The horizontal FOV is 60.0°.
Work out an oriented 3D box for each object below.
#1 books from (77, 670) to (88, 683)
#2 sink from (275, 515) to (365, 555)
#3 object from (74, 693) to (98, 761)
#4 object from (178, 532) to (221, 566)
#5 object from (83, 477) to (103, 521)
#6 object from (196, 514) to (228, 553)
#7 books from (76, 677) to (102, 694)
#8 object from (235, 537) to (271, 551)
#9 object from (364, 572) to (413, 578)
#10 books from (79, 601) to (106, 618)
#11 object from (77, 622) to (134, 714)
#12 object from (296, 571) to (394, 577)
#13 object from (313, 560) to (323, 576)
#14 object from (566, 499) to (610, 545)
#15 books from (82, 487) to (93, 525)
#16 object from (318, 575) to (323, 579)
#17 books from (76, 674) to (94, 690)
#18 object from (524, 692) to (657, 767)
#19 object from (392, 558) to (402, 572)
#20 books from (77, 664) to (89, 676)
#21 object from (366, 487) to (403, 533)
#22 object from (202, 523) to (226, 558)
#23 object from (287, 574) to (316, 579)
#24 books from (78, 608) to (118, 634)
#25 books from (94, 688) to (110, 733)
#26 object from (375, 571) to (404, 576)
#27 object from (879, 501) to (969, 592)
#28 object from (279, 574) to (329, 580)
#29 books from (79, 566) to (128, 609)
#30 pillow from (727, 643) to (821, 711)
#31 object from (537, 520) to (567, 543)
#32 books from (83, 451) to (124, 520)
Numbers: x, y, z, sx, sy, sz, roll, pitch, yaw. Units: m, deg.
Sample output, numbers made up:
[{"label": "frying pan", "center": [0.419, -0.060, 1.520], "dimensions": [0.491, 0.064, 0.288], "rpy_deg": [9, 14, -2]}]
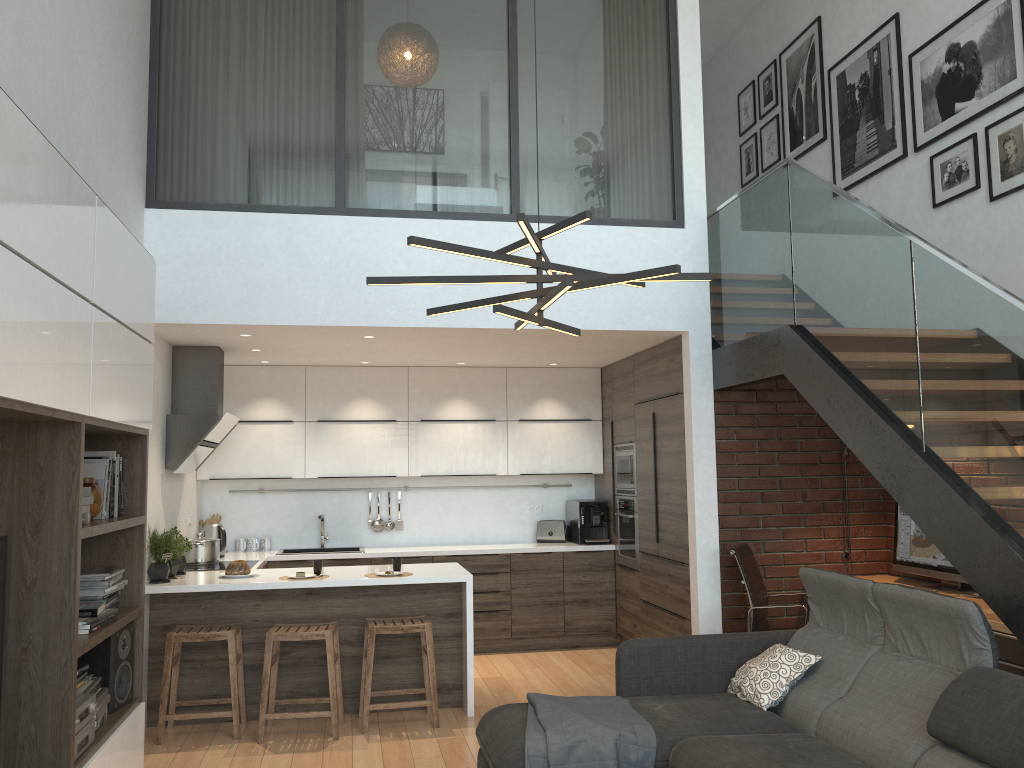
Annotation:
[{"label": "books", "center": [-1.721, 1.125, 3.386], "dimensions": [0.142, 0.015, 0.198], "rpy_deg": [0, -6, -12]}, {"label": "sink", "center": [-1.585, 1.356, 7.374], "dimensions": [0.706, 0.518, 0.512], "rpy_deg": [0, -6, -11]}, {"label": "object", "center": [-1.614, 1.201, 3.072], "dimensions": [0.270, 0.174, 0.285], "rpy_deg": [0, -6, -11]}, {"label": "object", "center": [-2.252, 1.184, 6.389], "dimensions": [0.288, 0.223, 0.315], "rpy_deg": [-4, -7, 30]}, {"label": "object", "center": [-1.687, 0.456, 3.505], "dimensions": [0.130, 0.171, 0.130], "rpy_deg": [-4, -6, 29]}, {"label": "object", "center": [-2.481, 1.240, 7.337], "dimensions": [0.221, 0.316, 0.330], "rpy_deg": [0, -6, -11]}, {"label": "books", "center": [-1.711, 1.176, 3.386], "dimensions": [0.224, 0.042, 0.277], "rpy_deg": [1, -6, -15]}, {"label": "object", "center": [-2.192, 1.358, 7.503], "dimensions": [0.297, 0.105, 0.112], "rpy_deg": [0, -6, -9]}, {"label": "object", "center": [-0.774, 1.199, 5.572], "dimensions": [0.304, 0.002, 0.304], "rpy_deg": [-3, -6, 22]}, {"label": "books", "center": [-1.696, 0.859, 3.354], "dimensions": [0.266, 0.030, 0.209], "rpy_deg": [1, -6, -17]}, {"label": "object", "center": [-1.746, 1.187, 3.725], "dimensions": [0.244, 0.331, 0.214], "rpy_deg": [-1, -6, -1]}, {"label": "object", "center": [-1.032, 1.172, 5.491], "dimensions": [0.597, 0.039, 0.064], "rpy_deg": [1, -6, -14]}, {"label": "object", "center": [-1.225, 1.160, 5.592], "dimensions": [0.066, 0.093, 0.066], "rpy_deg": [-3, -6, 25]}, {"label": "object", "center": [0.674, 1.211, 7.834], "dimensions": [0.274, 0.378, 0.532], "rpy_deg": [0, -6, -11]}, {"label": "books", "center": [-1.667, 0.438, 3.151], "dimensions": [0.277, 0.137, 0.343], "rpy_deg": [1, -6, -15]}, {"label": "object", "center": [-1.185, 1.189, 5.473], "dimensions": [0.025, 0.011, 0.126], "rpy_deg": [0, -6, -7]}, {"label": "books", "center": [-1.718, 1.144, 3.385], "dimensions": [0.161, 0.023, 0.213], "rpy_deg": [0, -6, -7]}, {"label": "object", "center": [0.310, 1.567, 3.780], "dimensions": [0.548, 0.369, 0.685], "rpy_deg": [-1, -6, -3]}, {"label": "object", "center": [-0.733, 1.158, 5.652], "dimensions": [0.066, 0.093, 0.066], "rpy_deg": [3, -7, -37]}, {"label": "books", "center": [-1.736, 1.106, 3.387], "dimensions": [0.161, 0.023, 0.213], "rpy_deg": [0, -6, -7]}, {"label": "object", "center": [-1.114, 1.100, 7.761], "dimensions": [0.320, 0.389, 0.069], "rpy_deg": [0, -6, -9]}, {"label": "object", "center": [-2.335, 1.221, 6.933], "dimensions": [0.179, 0.270, 0.220], "rpy_deg": [2, -6, -23]}, {"label": "object", "center": [-1.296, 1.188, 5.469], "dimensions": [0.176, 0.014, 0.176], "rpy_deg": [1, -6, -21]}, {"label": "books", "center": [-1.667, 0.897, 3.347], "dimensions": [0.250, 0.047, 0.310], "rpy_deg": [0, -6, -5]}, {"label": "books", "center": [-1.692, 1.259, 3.387], "dimensions": [0.248, 0.123, 0.307], "rpy_deg": [1, -6, -15]}, {"label": "object", "center": [-0.764, 1.186, 5.532], "dimensions": [0.176, 0.014, 0.176], "rpy_deg": [0, -6, -6]}, {"label": "object", "center": [2.421, 0.956, 5.288], "dimensions": [0.431, 0.535, 0.716], "rpy_deg": [0, -6, -10]}, {"label": "object", "center": [-1.290, 1.200, 5.508], "dimensions": [0.305, 0.002, 0.305], "rpy_deg": [4, -7, -41]}, {"label": "books", "center": [-1.763, 0.869, 3.697], "dimensions": [0.224, 0.176, 0.374], "rpy_deg": [0, -6, -11]}, {"label": "pillow", "center": [1.395, 1.221, 3.087], "dimensions": [0.386, 0.364, 2.734], "rpy_deg": [0, -6, -7]}, {"label": "object", "center": [0.355, 1.315, 7.917], "dimensions": [0.260, 0.195, 0.177], "rpy_deg": [-2, -6, 10]}, {"label": "books", "center": [-1.793, 0.427, 3.761], "dimensions": [0.201, 0.287, 0.332], "rpy_deg": [0, -6, -11]}]
